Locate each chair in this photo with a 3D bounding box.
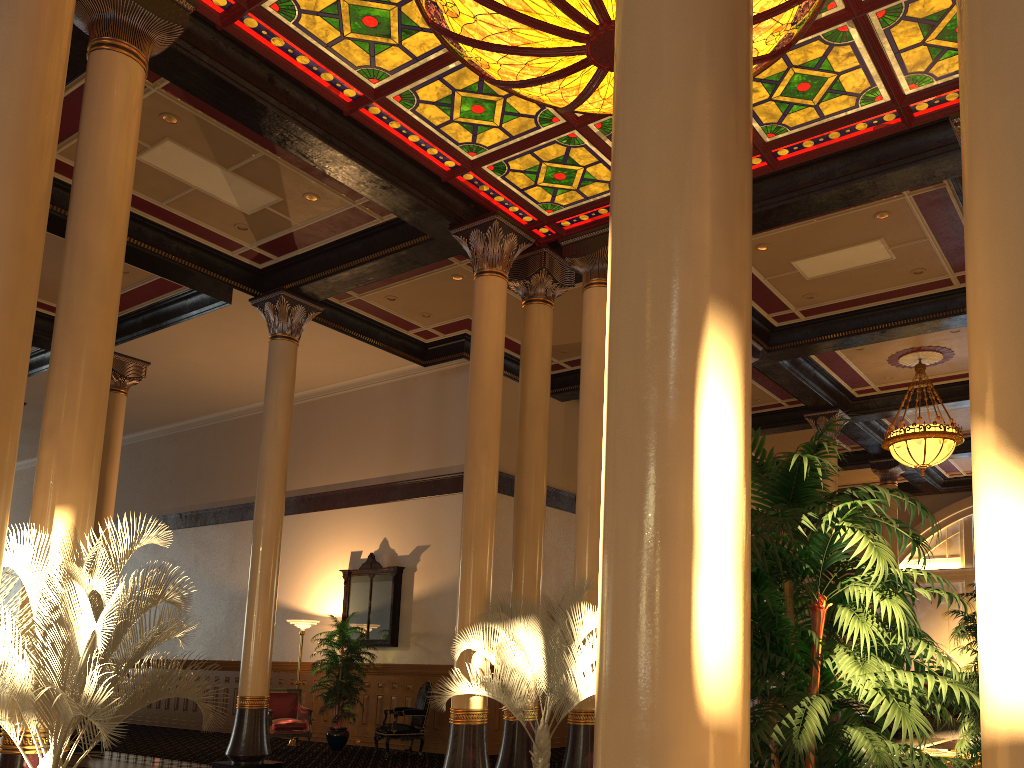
[{"bbox_3d":[-3.451,5.113,13.225,0.716,0.896,0.633,10,-14,-33],"label":"chair"},{"bbox_3d":[-1.589,4.873,12.656,0.776,1.071,0.730,8,-13,-28],"label":"chair"}]

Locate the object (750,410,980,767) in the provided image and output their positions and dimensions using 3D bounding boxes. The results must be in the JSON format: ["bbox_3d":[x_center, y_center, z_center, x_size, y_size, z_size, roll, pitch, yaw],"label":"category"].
[{"bbox_3d":[0.848,1.104,2.518,1.087,2.097,1.058,3,-11,-5],"label":"object"}]

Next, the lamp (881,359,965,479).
[{"bbox_3d":[6.310,0.532,13.394,1.155,1.858,1.260,-5,-13,30],"label":"lamp"}]

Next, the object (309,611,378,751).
[{"bbox_3d":[-2.650,4.604,13.529,1.087,2.097,1.058,3,-11,-5],"label":"object"}]

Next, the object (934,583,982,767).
[{"bbox_3d":[3.399,2.251,5.905,1.008,2.096,1.139,-3,-12,25],"label":"object"}]

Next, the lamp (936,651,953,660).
[{"bbox_3d":[9.717,6.230,19.529,0.428,0.432,0.431,3,-13,-8],"label":"lamp"}]

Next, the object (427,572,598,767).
[{"bbox_3d":[0.498,2.925,8.354,1.774,2.215,2.193,-9,-16,39],"label":"object"}]

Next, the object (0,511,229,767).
[{"bbox_3d":[-2.399,1.833,5.121,2.000,2.200,1.917,-4,-14,24],"label":"object"}]

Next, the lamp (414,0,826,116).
[{"bbox_3d":[0.745,-2.598,6.055,2.914,0.586,3.184,-11,-21,33],"label":"lamp"}]

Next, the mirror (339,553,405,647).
[{"bbox_3d":[-2.356,3.562,14.373,1.347,1.513,0.211,-8,-13,36],"label":"mirror"}]

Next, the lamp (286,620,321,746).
[{"bbox_3d":[-3.465,4.846,14.106,0.584,1.961,0.592,2,-9,-3],"label":"lamp"}]
